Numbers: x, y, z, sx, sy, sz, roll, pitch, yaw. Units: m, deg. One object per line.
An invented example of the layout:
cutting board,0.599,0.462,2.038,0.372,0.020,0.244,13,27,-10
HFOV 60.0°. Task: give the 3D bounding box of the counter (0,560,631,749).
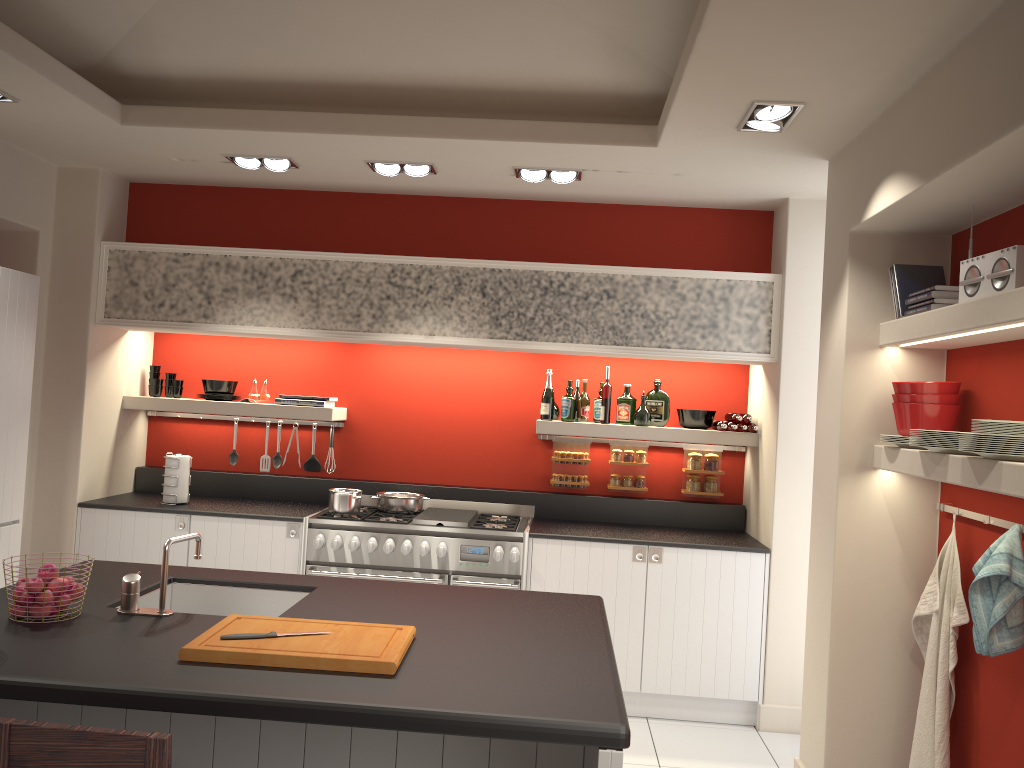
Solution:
counter,-0.712,0.762,2.771,2.054,0.050,1.415,3,-1,3

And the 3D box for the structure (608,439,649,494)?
structure,0.760,0.539,5.775,0.256,0.347,0.130,3,-1,3

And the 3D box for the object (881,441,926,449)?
object,1.694,0.256,3.644,0.339,0.020,0.339,3,-1,6

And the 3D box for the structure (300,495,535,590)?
structure,-0.565,1.285,5.395,1.322,1.085,0.777,3,-1,3

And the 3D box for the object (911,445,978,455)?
object,1.637,0.244,3.243,0.339,0.020,0.339,3,-1,3

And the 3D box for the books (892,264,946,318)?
books,1.717,-0.384,3.725,0.207,0.246,0.136,3,-1,3

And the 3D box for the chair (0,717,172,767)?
chair,-0.907,1.224,2.054,0.383,1.008,0.474,3,-1,5

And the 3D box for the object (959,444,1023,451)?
object,1.629,0.216,2.859,0.339,0.020,0.339,3,-1,6

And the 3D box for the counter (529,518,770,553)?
counter,0.793,0.910,5.372,1.360,0.026,0.699,3,-1,3

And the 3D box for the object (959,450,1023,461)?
object,1.628,0.236,2.859,0.339,0.020,0.339,3,-1,6

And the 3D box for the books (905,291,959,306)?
books,1.700,-0.332,3.486,0.207,0.030,0.258,3,-1,3

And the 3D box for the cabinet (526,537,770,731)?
cabinet,0.765,1.419,5.360,1.361,0.993,0.687,3,-1,3

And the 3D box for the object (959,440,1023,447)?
object,1.630,0.204,2.860,0.339,0.020,0.339,3,-1,6

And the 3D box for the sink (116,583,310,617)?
sink,-1.015,0.875,3.030,0.567,0.258,0.516,3,-1,3

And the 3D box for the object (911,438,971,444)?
object,1.638,0.218,3.243,0.339,0.020,0.339,3,-1,3

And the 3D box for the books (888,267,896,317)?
books,1.737,-0.385,3.802,0.210,0.248,0.136,3,-1,3

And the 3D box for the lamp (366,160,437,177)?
lamp,-0.601,-1.200,4.852,0.361,0.104,0.199,3,-1,3

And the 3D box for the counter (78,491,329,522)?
counter,-1.859,0.759,5.530,1.360,0.026,0.699,3,-1,3

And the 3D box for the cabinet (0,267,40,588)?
cabinet,-2.980,0.504,3.408,0.716,2.250,2.557,3,-1,3

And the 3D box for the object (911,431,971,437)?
object,1.640,0.192,3.244,0.339,0.020,0.339,3,-1,3

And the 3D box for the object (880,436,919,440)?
object,1.695,0.236,3.645,0.339,0.020,0.339,3,-1,6

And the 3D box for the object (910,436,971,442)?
object,1.639,0.212,3.244,0.339,0.020,0.339,3,-1,3

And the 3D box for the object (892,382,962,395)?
object,1.699,0.063,3.645,0.260,0.161,0.260,4,-1,-30

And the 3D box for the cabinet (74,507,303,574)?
cabinet,-1.892,1.268,5.519,1.361,0.993,0.687,3,-1,3

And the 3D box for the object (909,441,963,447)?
object,1.638,0.231,3.243,0.339,0.020,0.339,3,-1,3

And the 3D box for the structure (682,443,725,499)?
structure,1.239,0.567,5.746,0.256,0.347,0.130,3,-1,3

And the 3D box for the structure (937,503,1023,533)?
structure,1.751,0.492,2.656,0.063,0.034,2.223,3,-1,3

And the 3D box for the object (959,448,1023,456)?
object,1.629,0.229,2.859,0.339,0.020,0.339,3,-1,6

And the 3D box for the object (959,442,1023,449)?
object,1.630,0.210,2.859,0.339,0.020,0.339,3,-1,6

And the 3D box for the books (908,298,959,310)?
books,1.705,-0.307,3.473,0.207,0.019,0.258,3,-1,4

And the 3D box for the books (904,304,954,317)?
books,1.697,-0.282,3.484,0.207,0.030,0.258,3,-1,3

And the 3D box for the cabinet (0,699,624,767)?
cabinet,-0.750,1.293,2.757,2.034,1.011,1.423,3,-1,3

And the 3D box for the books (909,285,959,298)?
books,1.708,-0.356,3.474,0.207,0.019,0.258,3,-1,4

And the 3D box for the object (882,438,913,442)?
object,1.695,0.243,3.645,0.339,0.020,0.339,3,-1,6

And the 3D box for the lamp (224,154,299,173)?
lamp,-1.379,-1.243,4.898,0.361,0.109,0.199,3,-1,3

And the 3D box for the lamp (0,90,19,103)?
lamp,-2.375,-1.313,3.904,0.199,0.084,0.361,3,-1,3

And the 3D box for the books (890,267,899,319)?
books,1.727,-0.381,3.772,0.208,0.242,0.126,3,-1,3

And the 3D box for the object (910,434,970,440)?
object,1.639,0.205,3.244,0.339,0.020,0.339,3,-1,3

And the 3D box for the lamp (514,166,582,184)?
lamp,0.198,-1.154,4.804,0.361,0.103,0.199,3,-1,3

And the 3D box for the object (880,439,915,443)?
object,1.695,0.249,3.645,0.339,0.020,0.339,3,-1,6

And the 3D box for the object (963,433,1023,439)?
object,1.632,0.178,2.860,0.339,0.020,0.339,3,-1,6

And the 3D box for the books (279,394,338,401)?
books,-1.330,0.090,5.809,0.332,0.026,0.207,3,-1,4

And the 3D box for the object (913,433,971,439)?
object,1.639,0.199,3.244,0.339,0.020,0.339,3,-1,3

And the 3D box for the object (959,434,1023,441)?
object,1.631,0.184,2.860,0.339,0.020,0.339,3,-1,6

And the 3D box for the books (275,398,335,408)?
books,-1.349,0.123,5.789,0.331,0.042,0.207,3,-1,8

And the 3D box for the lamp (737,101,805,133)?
lamp,1.073,-1.127,3.699,0.199,0.090,0.361,3,-1,3

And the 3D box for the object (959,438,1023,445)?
object,1.631,0.197,2.860,0.339,0.020,0.339,3,-1,6

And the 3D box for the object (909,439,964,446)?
object,1.638,0.225,3.243,0.339,0.020,0.339,3,-1,3

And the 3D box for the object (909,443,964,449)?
object,1.637,0.238,3.243,0.339,0.020,0.339,3,-1,3

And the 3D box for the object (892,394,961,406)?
object,1.700,0.113,3.647,0.260,0.159,0.260,4,-1,-15

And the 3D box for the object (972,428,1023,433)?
object,1.634,0.158,2.878,0.255,0.015,0.255,4,-1,-15

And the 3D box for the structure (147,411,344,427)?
structure,-1.801,0.237,6.002,1.355,0.034,0.054,3,-1,3

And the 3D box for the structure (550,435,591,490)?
structure,0.384,0.518,5.797,0.256,0.347,0.130,3,-1,3

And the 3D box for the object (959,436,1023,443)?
object,1.631,0.191,2.860,0.339,0.020,0.339,3,-1,6

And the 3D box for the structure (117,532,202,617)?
structure,-1.124,0.605,2.834,0.183,0.249,0.224,3,-1,4

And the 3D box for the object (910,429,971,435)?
object,1.640,0.186,3.244,0.339,0.020,0.339,3,-1,3

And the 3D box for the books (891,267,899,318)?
books,1.726,-0.383,3.752,0.209,0.243,0.126,3,-1,3

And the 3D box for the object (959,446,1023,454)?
object,1.629,0.223,2.859,0.339,0.020,0.339,3,-1,6

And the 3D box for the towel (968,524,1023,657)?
towel,1.689,0.709,3.066,0.179,0.452,0.209,2,-2,43

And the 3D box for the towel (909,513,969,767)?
towel,1.673,1.197,3.560,0.141,1.362,0.341,3,-1,4
